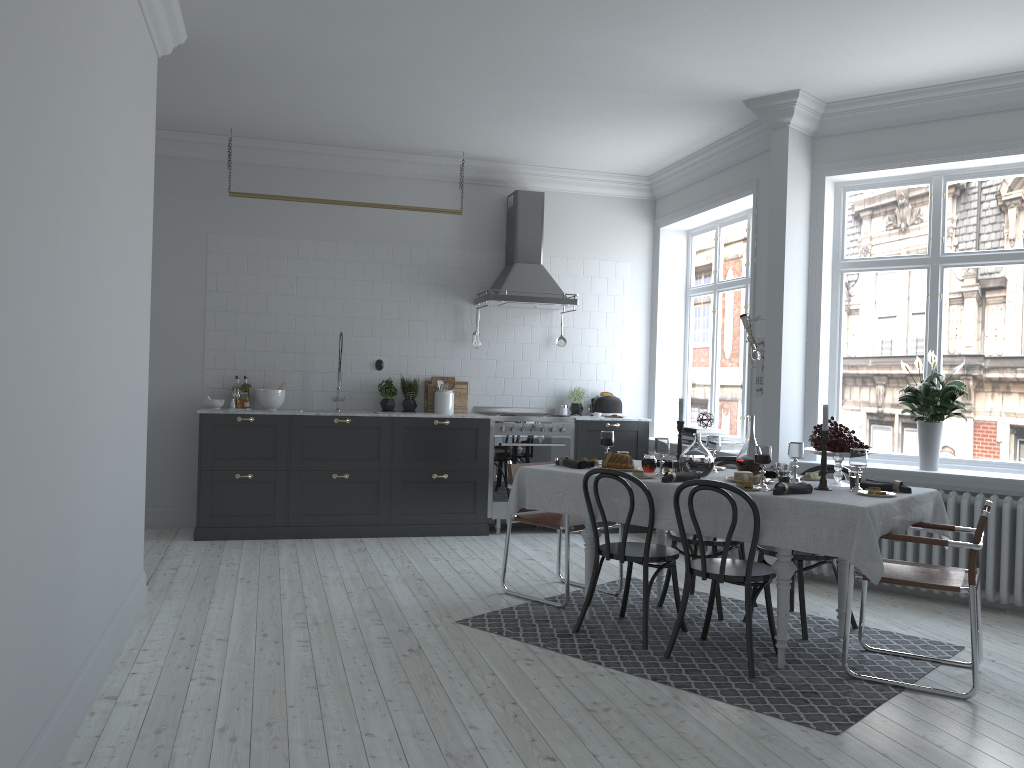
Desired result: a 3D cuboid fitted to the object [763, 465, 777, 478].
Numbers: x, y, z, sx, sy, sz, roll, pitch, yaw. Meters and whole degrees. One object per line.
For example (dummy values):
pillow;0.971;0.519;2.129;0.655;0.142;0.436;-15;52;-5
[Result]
object;1.458;0.501;5.108;0.165;0.061;0.247;2;0;24

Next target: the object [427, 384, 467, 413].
object;-0.594;0.134;8.110;0.360;0.261;0.053;2;0;-15

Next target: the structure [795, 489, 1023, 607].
structure;2.692;1.051;5.762;1.710;0.753;0.245;2;0;38

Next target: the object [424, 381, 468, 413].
object;-0.605;0.119;8.165;0.400;0.290;0.030;2;0;-15

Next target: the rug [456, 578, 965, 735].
rug;1.042;1.347;4.813;2.166;0.021;1.701;2;0;42

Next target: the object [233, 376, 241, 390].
object;-2.372;0.070;7.642;0.066;0.282;0.066;2;0;-20

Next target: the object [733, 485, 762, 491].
object;1.149;0.517;4.404;0.182;0.013;0.182;2;0;0

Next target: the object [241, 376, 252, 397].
object;-2.292;0.072;7.658;0.089;0.282;0.082;2;0;-15

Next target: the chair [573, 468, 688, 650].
chair;0.645;0.894;4.791;0.463;0.909;0.564;2;0;38

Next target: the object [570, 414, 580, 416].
object;0.580;0.289;8.293;0.091;0.018;0.062;2;0;-18

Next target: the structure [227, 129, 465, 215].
structure;-1.382;-1.797;7.555;1.988;0.556;0.053;2;0;-15

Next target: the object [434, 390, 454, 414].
object;-0.610;0.161;7.987;0.174;0.208;0.174;2;0;-20

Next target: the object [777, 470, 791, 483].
object;1.366;0.482;4.453;0.066;0.094;0.066;2;0;-27

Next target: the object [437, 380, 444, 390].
object;-0.613;0.115;7.997;0.064;0.290;0.141;2;0;-42

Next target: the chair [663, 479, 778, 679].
chair;1.056;0.908;4.394;0.463;0.909;0.564;2;0;33

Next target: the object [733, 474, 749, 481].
object;1.211;0.492;4.691;0.039;0.040;0.078;2;0;-41

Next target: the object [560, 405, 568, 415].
object;0.488;0.248;8.360;0.072;0.095;0.072;2;0;30

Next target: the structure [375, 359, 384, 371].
structure;-1.194;-0.172;8.001;0.079;0.103;0.032;2;0;-15

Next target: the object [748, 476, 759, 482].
object;1.273;0.505;4.692;0.077;0.040;0.040;2;0;4

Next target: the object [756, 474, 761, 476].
object;1.319;0.505;4.798;0.039;0.040;0.077;2;0;-36

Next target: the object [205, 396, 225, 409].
object;-2.501;0.155;7.462;0.159;0.110;0.172;2;0;-20

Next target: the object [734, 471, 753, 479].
object;1.241;0.497;4.769;0.100;0.056;0.056;2;0;2

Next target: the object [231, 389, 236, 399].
object;-2.370;0.125;7.575;0.059;0.172;0.059;2;0;16

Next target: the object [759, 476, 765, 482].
object;1.310;0.508;4.738;0.077;0.039;0.040;2;0;45

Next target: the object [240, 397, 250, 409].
object;-2.259;0.164;7.509;0.078;0.101;0.078;2;0;13

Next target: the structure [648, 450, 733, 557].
structure;1.450;1.006;7.747;0.245;0.753;1.673;2;0;-15

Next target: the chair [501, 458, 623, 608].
chair;0.322;0.917;5.614;0.546;0.837;0.593;1;0;-44

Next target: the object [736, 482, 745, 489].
object;1.136;0.504;4.404;0.057;0.037;0.021;2;0;-34

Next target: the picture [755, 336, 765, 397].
picture;1.921;-0.132;6.685;0.003;0.457;0.311;2;0;-15

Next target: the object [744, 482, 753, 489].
object;1.170;0.504;4.382;0.036;0.039;0.051;2;0;24

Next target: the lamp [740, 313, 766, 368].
lamp;1.784;-0.024;6.429;0.131;0.977;0.312;2;0;-41

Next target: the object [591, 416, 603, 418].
object;0.780;0.301;8.069;0.126;0.008;0.126;2;0;11

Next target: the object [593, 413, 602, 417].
object;0.779;0.282;8.069;0.072;0.040;0.070;2;0;-23

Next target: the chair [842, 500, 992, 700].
chair;1.943;0.971;4.243;0.593;0.837;0.546;2;0;30

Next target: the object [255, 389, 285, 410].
object;-2.078;0.134;7.617;0.247;0.175;0.247;2;0;-2

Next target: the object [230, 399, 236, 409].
object;-2.353;0.170;7.473;0.046;0.084;0.046;2;0;-29

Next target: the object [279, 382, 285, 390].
object;-2.026;0.096;7.661;0.042;0.232;0.209;2;0;25

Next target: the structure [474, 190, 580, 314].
structure;0.147;-1.212;8.076;0.843;1.079;0.567;2;0;-15

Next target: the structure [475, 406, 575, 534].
structure;0.098;0.769;8.047;0.779;1.096;0.651;2;0;-15

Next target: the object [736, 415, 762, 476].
object;1.332;0.352;4.953;0.152;0.352;0.152;2;0;35

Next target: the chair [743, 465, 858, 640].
chair;1.669;0.924;5.058;0.564;0.909;0.463;2;0;-37

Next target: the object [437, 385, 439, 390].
object;-0.627;0.135;8.022;0.118;0.250;0.033;2;0;-15

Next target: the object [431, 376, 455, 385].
object;-0.631;0.099;8.124;0.220;0.330;0.041;2;0;-15

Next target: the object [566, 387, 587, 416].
object;0.616;0.157;8.380;0.210;0.283;0.220;2;0;-3

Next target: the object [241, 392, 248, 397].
object;-2.307;0.143;7.603;0.077;0.141;0.044;2;0;-15

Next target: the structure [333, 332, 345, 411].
structure;-1.487;-0.107;7.694;0.100;0.692;0.266;2;0;-15

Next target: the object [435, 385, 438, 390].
object;-0.639;0.134;7.974;0.117;0.251;0.061;2;0;14

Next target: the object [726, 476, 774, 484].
object;1.275;0.518;4.753;0.251;0.018;0.251;2;0;-15

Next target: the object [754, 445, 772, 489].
object;1.266;0.420;4.478;0.083;0.215;0.083;2;0;-11

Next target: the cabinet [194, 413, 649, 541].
cabinet;-0.708;0.788;7.828;3.897;1.012;0.646;2;0;-15

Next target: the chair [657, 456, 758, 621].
chair;1.219;0.909;5.421;0.463;0.909;0.564;2;0;38

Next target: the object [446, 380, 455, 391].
object;-0.586;0.114;8.033;0.131;0.296;0.056;2;0;-36

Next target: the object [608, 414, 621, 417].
object;0.949;0.293;8.194;0.119;0.031;0.074;2;0;17

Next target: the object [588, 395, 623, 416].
object;0.888;0.204;8.457;0.326;0.207;0.219;2;0;-10

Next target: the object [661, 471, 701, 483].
object;0.893;0.486;4.659;0.165;0.061;0.247;2;0;24

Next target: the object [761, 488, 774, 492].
object;1.262;0.521;4.359;0.031;0.012;0.131;2;0;42

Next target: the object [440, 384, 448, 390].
object;-0.639;0.129;7.949;0.054;0.262;0.149;2;0;-40

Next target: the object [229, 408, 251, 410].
object;-2.318;0.210;7.565;0.180;0.008;0.272;2;0;-15

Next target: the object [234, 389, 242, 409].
object;-2.326;0.126;7.526;0.059;0.172;0.059;2;0;16
